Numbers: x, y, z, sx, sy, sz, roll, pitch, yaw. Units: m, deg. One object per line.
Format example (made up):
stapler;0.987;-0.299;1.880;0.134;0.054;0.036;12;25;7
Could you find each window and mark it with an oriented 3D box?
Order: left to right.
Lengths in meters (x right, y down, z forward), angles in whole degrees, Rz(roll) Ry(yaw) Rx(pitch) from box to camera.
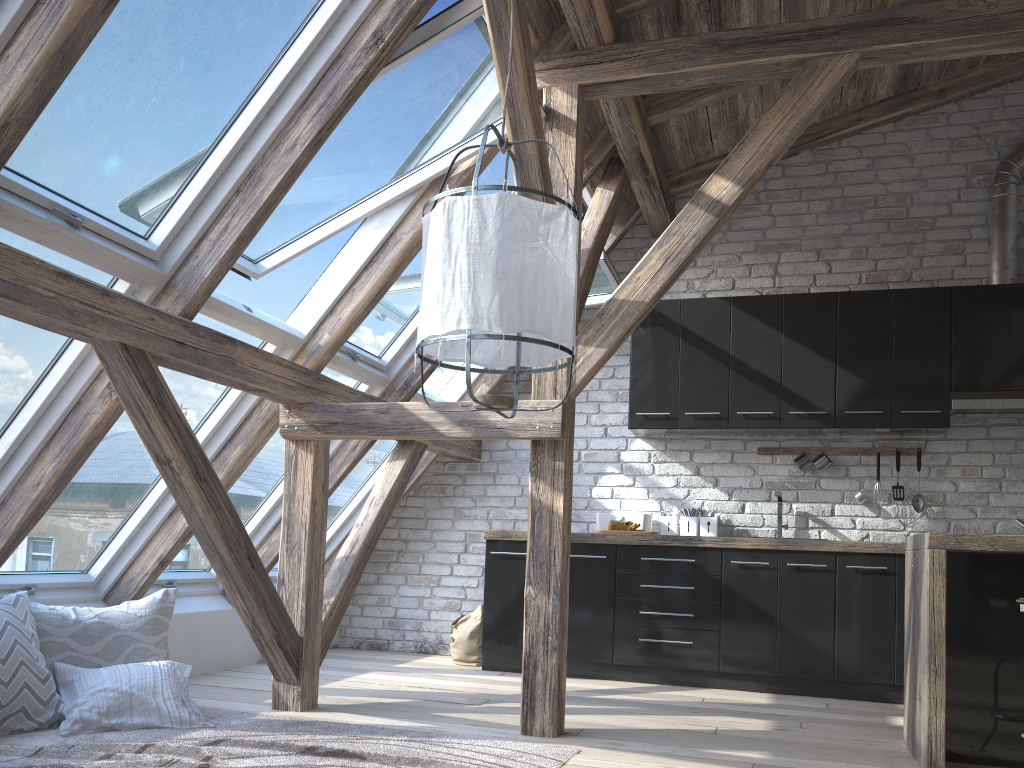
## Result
window;-1.135;-1.247;1.689;1.096;1.262;0.866;0;-6;17
window;-1.868;0.123;2.782;1.096;1.262;0.866;0;-6;17
window;-1.602;0.300;3.660;1.096;1.262;0.866;0;-6;17
window;-0.869;-1.070;2.567;1.096;1.262;0.866;0;-6;17
window;-1.336;0.477;4.538;1.096;1.262;0.866;0;-6;17
window;-1.070;0.654;5.416;1.096;1.262;0.866;0;-6;17
window;-0.650;-0.892;3.460;1.406;1.262;0.866;0;-6;17
window;-0.337;-0.716;4.324;1.096;1.262;0.866;0;-6;17
window;-0.130;-0.537;5.220;1.520;1.262;0.866;0;-6;17

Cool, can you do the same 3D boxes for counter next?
counter;1.488;1.165;4.236;3.811;0.842;2.276;-1;-10;17

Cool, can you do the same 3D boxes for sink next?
sink;1.549;0.874;5.105;0.526;0.509;0.521;0;-8;17

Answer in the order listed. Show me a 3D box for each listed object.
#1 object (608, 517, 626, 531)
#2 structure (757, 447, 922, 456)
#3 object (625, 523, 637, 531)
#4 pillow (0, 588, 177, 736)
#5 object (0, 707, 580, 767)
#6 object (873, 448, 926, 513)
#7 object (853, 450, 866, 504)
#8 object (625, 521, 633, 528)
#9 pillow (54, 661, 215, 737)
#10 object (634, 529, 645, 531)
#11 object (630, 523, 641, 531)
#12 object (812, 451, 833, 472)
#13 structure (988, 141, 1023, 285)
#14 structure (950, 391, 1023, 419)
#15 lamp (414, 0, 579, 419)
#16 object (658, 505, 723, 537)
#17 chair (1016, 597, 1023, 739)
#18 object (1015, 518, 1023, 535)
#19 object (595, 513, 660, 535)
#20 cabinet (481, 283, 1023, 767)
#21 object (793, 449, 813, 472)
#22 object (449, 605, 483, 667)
object;0.622;0.832;5.223;0.090;0.086;0.087;3;-7;-6
structure;1.957;0.401;5.283;0.932;0.045;0.082;-1;-10;17
object;0.705;0.849;5.219;0.072;0.057;0.084;3;-9;-7
pillow;-1.819;1.062;3.399;0.501;0.526;1.172;-1;-10;22
object;-1.257;1.043;2.081;2.187;0.056;3.236;-1;-11;17
object;2.260;0.561;5.134;0.282;0.377;0.070;0;-4;17
object;2.068;0.550;5.228;0.071;0.322;0.067;1;-4;17
object;0.694;0.855;5.277;0.074;0.066;0.080;4;-8;-11
pillow;-1.479;1.219;3.427;0.540;0.239;0.479;8;-11;-31
object;0.758;0.876;5.241;0.068;0.017;0.078;3;-10;-5
object;0.730;0.854;5.233;0.073;0.054;0.084;3;-9;-6
object;1.865;0.459;5.284;0.117;0.137;0.094;-2;-7;34
structure;3.231;-1.150;4.961;0.982;1.270;0.172;0;-4;17
structure;2.755;0.114;4.911;0.599;0.102;0.374;-1;-11;17
lamp;-0.008;-0.863;2.284;0.409;1.874;0.402;5;-5;-32
object;1.108;0.855;5.462;0.405;0.198;0.149;-1;-7;18
chair;1.915;1.049;2.987;0.356;0.629;0.355;7;-7;-39
object;2.811;0.725;4.677;0.222;0.232;0.225;1;-7;7
object;0.701;0.858;5.383;0.381;0.132;0.599;1;-10;5
cabinet;1.735;0.358;4.296;4.214;2.480;2.121;-1;-7;17
object;1.763;0.463;5.323;0.117;0.137;0.094;0;-6;19
object;-0.265;1.598;5.659;0.394;0.385;0.341;-5;-10;43
